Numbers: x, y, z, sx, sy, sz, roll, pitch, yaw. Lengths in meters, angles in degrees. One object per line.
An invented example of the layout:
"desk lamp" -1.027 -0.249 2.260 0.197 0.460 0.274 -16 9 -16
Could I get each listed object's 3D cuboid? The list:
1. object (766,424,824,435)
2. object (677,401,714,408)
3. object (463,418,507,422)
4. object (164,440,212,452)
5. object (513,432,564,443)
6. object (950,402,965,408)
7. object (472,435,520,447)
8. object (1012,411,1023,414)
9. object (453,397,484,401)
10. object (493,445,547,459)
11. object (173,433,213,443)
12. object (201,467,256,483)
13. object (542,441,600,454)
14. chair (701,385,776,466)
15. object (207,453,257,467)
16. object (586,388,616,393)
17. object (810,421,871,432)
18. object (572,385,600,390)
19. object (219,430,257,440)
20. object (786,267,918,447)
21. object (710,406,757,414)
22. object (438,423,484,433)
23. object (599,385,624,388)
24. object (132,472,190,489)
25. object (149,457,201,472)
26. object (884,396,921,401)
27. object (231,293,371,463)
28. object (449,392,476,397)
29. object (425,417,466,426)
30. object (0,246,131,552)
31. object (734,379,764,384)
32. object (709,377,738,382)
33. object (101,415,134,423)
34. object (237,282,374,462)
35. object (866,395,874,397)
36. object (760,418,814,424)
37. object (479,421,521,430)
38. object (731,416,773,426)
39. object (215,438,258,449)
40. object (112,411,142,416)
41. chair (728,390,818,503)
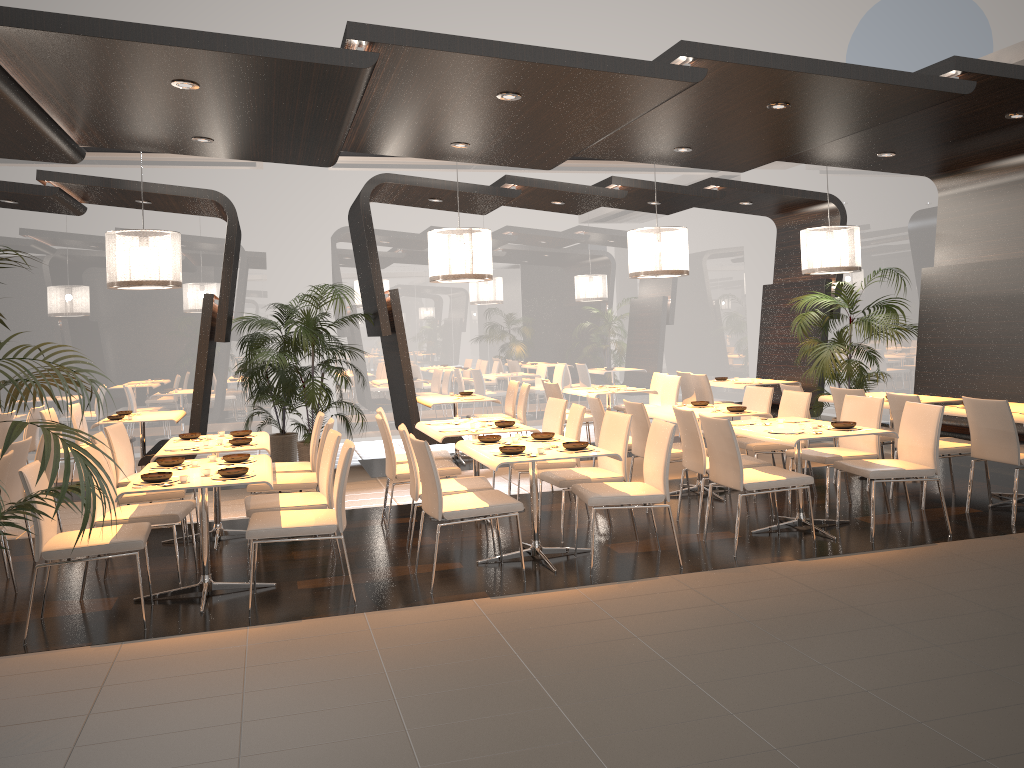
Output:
"object" 1.925 0.309 5.990 0.335 0.038 0.377 -4 4 -22
"object" 1.685 0.185 8.100 0.304 0.044 0.365 -3 4 -17
"object" -0.240 0.293 7.581 0.335 0.038 0.377 -4 4 -26
"object" -2.324 0.447 6.347 0.335 0.038 0.377 -4 4 -22
"object" 0.178 0.364 6.116 0.304 0.044 0.365 -3 4 -17
"object" 3.753 0.169 7.105 0.304 0.044 0.365 -3 4 -17
"object" -0.116 0.380 6.040 0.304 0.044 0.365 -3 4 -17
"object" 3.926 0.198 6.524 0.304 0.044 0.365 -3 4 -17
"object" -0.488 0.154 9.991 0.335 0.038 0.377 -4 4 -26
"object" 0.038 0.411 5.439 0.304 0.044 0.365 -3 4 -17
"object" -2.495 0.415 6.929 0.304 0.044 0.365 -3 4 -17
"object" -1.599 0.501 4.979 0.304 0.044 0.365 -3 4 -17
"object" 0.362 0.392 5.552 0.304 0.044 0.365 -3 4 -17
"chair" 2.094 0.471 8.227 0.606 0.870 0.483 -2 0 -18
"object" -1.765 0.471 5.569 0.304 0.044 0.365 -3 4 -17
"object" 1.070 0.073 10.353 0.335 0.038 0.377 -4 4 -22
"object" 2.244 0.287 6.095 0.304 0.044 0.365 -3 4 -17
"object" 0.935 0.042 10.947 0.335 0.038 0.377 -4 4 -22
"object" -2.182 0.397 7.022 0.304 0.044 0.365 -3 4 -17
"object" 3.876 -0.299 10.014 1.505 2.062 1.561 -2 1 -2
"object" 1.859 0.217 7.475 0.304 0.044 0.365 -3 4 -17
"object" -0.391 0.344 6.848 0.335 0.038 0.377 -4 4 -22
"object" 1.250 0.019 11.117 0.335 0.038 0.377 -4 4 -26
"object" -1.927 0.520 4.870 0.304 0.044 0.365 -3 4 -17
"object" -2.082 0.489 5.470 0.304 0.044 0.365 -3 4 -17
"object" 3.481 0.128 7.930 0.304 0.044 0.365 -3 4 -17
"object" -2.699 -0.091 10.656 1.559 2.062 1.507 -2 1 36
"object" -0.583 0.119 10.560 0.304 0.044 0.365 -3 4 -17
"object" -0.556 0.313 7.439 0.335 0.038 0.377 -4 4 -22
"object" -2.377 0.336 3.508 1.563 2.062 1.503 -3 1 -30
"object" 2.921 -0.029 10.888 0.335 0.038 0.377 -4 4 -22
"object" 2.761 -0.063 11.485 0.304 0.044 0.365 -3 4 -17
"object" -3.984 0.346 8.958 0.304 0.044 0.365 -3 4 -17
"object" -2.196 -0.050 9.672 1.562 2.062 1.503 -2 1 -22
"object" 3.290 0.103 8.501 0.335 0.038 0.377 -4 4 -22
"object" 2.056 0.262 6.683 0.335 0.038 0.377 -4 4 -26
"object" -0.091 0.321 6.977 0.304 0.044 0.365 -3 4 -17
"object" 1.760 0.279 6.581 0.335 0.038 0.377 -4 4 -22
"object" -2.011 0.426 6.455 0.304 0.044 0.365 -3 4 -17
"object" -4.152 0.316 9.541 0.304 0.044 0.365 -4 4 -21
"chair" 2.212 0.509 7.541 0.605 0.870 0.483 -2 0 -13
